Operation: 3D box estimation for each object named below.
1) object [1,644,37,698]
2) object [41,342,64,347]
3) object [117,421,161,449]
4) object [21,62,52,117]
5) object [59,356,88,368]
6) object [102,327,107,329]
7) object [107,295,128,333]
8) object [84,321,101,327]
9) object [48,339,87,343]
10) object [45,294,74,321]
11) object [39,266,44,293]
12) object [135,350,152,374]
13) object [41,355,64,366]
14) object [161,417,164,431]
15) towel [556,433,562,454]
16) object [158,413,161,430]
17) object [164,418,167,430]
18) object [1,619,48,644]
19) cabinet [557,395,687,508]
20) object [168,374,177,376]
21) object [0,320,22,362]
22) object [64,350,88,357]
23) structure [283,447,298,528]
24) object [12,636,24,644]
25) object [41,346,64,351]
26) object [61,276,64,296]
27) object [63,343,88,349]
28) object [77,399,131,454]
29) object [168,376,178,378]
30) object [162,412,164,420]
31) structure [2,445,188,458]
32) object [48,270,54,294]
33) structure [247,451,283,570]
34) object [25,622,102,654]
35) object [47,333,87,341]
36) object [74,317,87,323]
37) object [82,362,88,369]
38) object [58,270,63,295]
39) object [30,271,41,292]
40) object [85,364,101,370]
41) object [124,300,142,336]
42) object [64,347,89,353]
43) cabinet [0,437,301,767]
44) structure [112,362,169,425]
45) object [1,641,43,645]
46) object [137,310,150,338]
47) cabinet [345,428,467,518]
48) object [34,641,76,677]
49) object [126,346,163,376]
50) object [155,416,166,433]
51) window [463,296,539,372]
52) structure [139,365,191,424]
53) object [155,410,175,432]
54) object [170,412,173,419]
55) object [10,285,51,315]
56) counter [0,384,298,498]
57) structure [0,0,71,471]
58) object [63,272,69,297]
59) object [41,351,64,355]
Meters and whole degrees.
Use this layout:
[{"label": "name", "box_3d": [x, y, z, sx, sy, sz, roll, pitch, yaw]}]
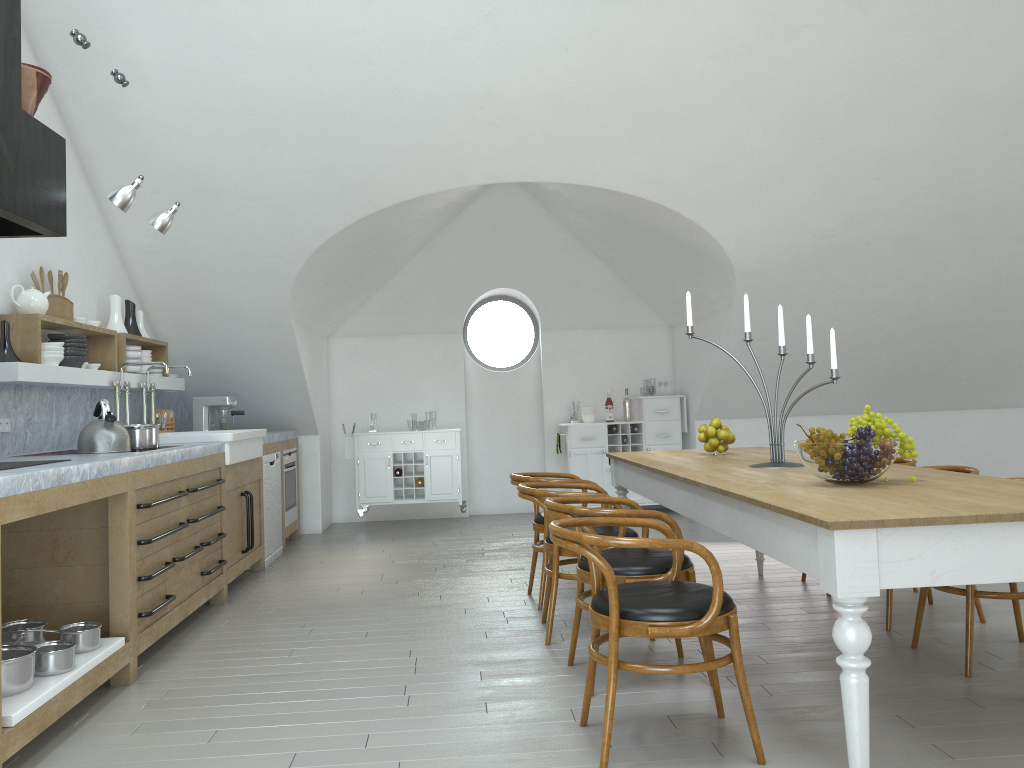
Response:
[{"label": "object", "box_3d": [-1.822, 0.976, 3.008, 0.378, 0.164, 0.222, -2, -2, -15]}, {"label": "object", "box_3d": [-2.567, -0.198, 4.883, 0.181, 0.076, 0.180, -3, -2, 34]}, {"label": "object", "box_3d": [-2.061, 0.284, 4.876, 0.232, 0.170, 0.394, -1, -2, -24]}, {"label": "object", "box_3d": [-2.107, -1.174, 3.655, 0.366, 0.237, 0.347, -3, -2, 14]}, {"label": "object", "box_3d": [-2.583, -0.121, 5.158, 0.205, 0.072, 0.205, -2, -2, -16]}, {"label": "object", "box_3d": [-2.641, -0.345, 5.577, 0.164, 0.012, 0.163, -2, -1, 14]}, {"label": "object", "box_3d": [-2.669, -0.465, 5.971, 0.156, 0.268, 0.156, -1, -3, -15]}, {"label": "object", "box_3d": [-2.642, -0.368, 5.579, 0.098, 0.049, 0.098, -2, -2, -6]}, {"label": "object", "box_3d": [-2.590, -0.222, 5.169, 0.205, 0.084, 0.205, -3, -2, 24]}, {"label": "object", "box_3d": [-2.626, -0.431, 5.092, 0.084, 0.158, 0.353, -2, -2, -4]}, {"label": "object", "box_3d": [-2.631, -0.514, 4.977, 0.027, 0.299, 0.055, -2, -3, -4]}, {"label": "object", "box_3d": [-2.638, -0.156, 6.304, 0.154, 0.160, 0.157, -3, -2, 24]}, {"label": "object", "box_3d": [-2.564, -0.124, 4.876, 0.181, 0.064, 0.181, -3, -2, 19]}, {"label": "object", "box_3d": [-2.592, 0.318, 6.563, 0.019, 0.179, 0.044, 0, -4, -39]}, {"label": "towel", "box_3d": [0.466, 0.596, 8.895, 0.049, 0.204, 0.150, -2, -2, -3]}, {"label": "object", "box_3d": [-2.611, 0.310, 6.568, 0.019, 0.196, 0.022, -1, -3, -16]}, {"label": "object", "box_3d": [-2.590, 0.319, 6.602, 0.044, 0.179, 0.019, -1, -3, -19]}, {"label": "object", "box_3d": [-2.009, 1.008, 3.554, 0.308, 0.134, 0.181, -3, -2, 20]}, {"label": "cabinet", "box_3d": [1.094, 0.713, 8.879, 1.242, 1.155, 0.609, -2, -3, -4]}, {"label": "object", "box_3d": [-2.710, -0.056, 6.890, 0.213, 0.025, 0.213, -2, -1, -16]}, {"label": "object", "box_3d": [-2.559, -0.212, 4.478, 0.156, 0.219, 0.156, -1, -3, -23]}, {"label": "object", "box_3d": [-2.584, -0.148, 5.159, 0.205, 0.086, 0.205, -3, -2, 34]}, {"label": "structure", "box_3d": [-2.178, 0.880, 7.548, 0.631, 0.637, 0.631, -2, -2, -4]}, {"label": "object", "box_3d": [-1.897, 1.001, 3.325, 0.041, 0.045, 0.247, -2, -1, -5]}, {"label": "object", "box_3d": [-2.566, -0.170, 4.880, 0.181, 0.069, 0.181, -2, -2, 14]}, {"label": "object", "box_3d": [-2.648, -0.506, 5.231, 0.030, 0.294, 0.057, -2, -3, -4]}, {"label": "object", "box_3d": [-2.586, -0.197, 5.164, 0.205, 0.072, 0.205, -2, -2, -16]}, {"label": "object", "box_3d": [-2.026, 0.207, 4.402, 0.246, 0.268, 0.246, -2, -2, 6]}, {"label": "object", "box_3d": [-2.709, -0.048, 6.889, 0.213, 0.025, 0.213, -2, -1, -16]}, {"label": "object", "box_3d": [-2.601, 0.310, 6.588, 0.023, 0.196, 0.018, -2, -3, -9]}, {"label": "structure", "box_3d": [-2.113, 0.366, 4.582, 0.647, 0.041, 0.736, -2, -1, -4]}, {"label": "object", "box_3d": [-2.638, -0.510, 5.096, 0.040, 0.300, 0.061, -2, -3, -6]}, {"label": "structure", "box_3d": [-2.128, 0.957, 6.790, 0.598, 0.824, 0.723, -2, -2, -4]}, {"label": "object", "box_3d": [-1.769, 1.006, 3.523, 0.261, 0.113, 0.153, -2, -2, -5]}, {"label": "object", "box_3d": [-2.593, -0.250, 5.169, 0.205, 0.080, 0.205, -2, -2, -1]}, {"label": "object", "box_3d": [-2.628, -0.374, 5.365, 0.098, 0.049, 0.098, -2, -2, -6]}, {"label": "object", "box_3d": [-2.619, -0.105, 5.366, 0.098, 0.049, 0.098, -2, -2, -6]}, {"label": "object", "box_3d": [-2.621, -0.510, 5.131, 0.019, 0.300, 0.057, -2, -3, -4]}, {"label": "object", "box_3d": [-2.625, -0.497, 4.940, 0.016, 0.259, 0.199, -2, -2, 7]}, {"label": "object", "box_3d": [-2.632, -0.101, 5.558, 0.098, 0.049, 0.098, -2, -2, -6]}, {"label": "object", "box_3d": [-2.683, -0.458, 6.234, 0.156, 0.268, 0.156, -2, -3, 0]}, {"label": "object", "box_3d": [-2.579, -0.175, 5.164, 0.205, 0.086, 0.205, -3, -2, 39]}, {"label": "cabinet", "box_3d": [-2.151, 0.927, 4.730, 1.004, 1.023, 6.420, -2, -1, -4]}, {"label": "structure", "box_3d": [-2.377, 0.127, 5.679, 0.332, 0.530, 0.213, -1, -3, -23]}, {"label": "object", "box_3d": [-1.994, 1.007, 3.246, 0.508, 0.052, 0.263, -1, -1, -27]}, {"label": "object", "box_3d": [-2.706, -0.428, 6.456, 0.156, 0.219, 0.156, -1, -3, -23]}, {"label": "cabinet", "box_3d": [-1.013, 0.850, 8.540, 1.134, 0.790, 0.496, -2, -3, -4]}, {"label": "object", "box_3d": [-1.727, 0.998, 3.223, 0.261, 0.113, 0.153, -2, -2, -15]}, {"label": "object", "box_3d": [-2.662, -0.152, 6.301, 0.198, 0.196, 0.656, -2, -1, -4]}, {"label": "object", "box_3d": [-2.628, 0.324, 6.538, 0.100, 0.171, 0.172, -2, -2, -2]}, {"label": "window", "box_3d": [-0.118, -0.527, 9.338, 0.900, 0.901, 0.060, -2, -3, -4]}, {"label": "structure", "box_3d": [-2.409, 0.139, 6.165, 0.332, 0.530, 0.213, -1, -3, -23]}, {"label": "object", "box_3d": [-2.655, 0.305, 6.760, 0.104, 0.223, 0.200, -2, -2, -4]}, {"label": "object", "box_3d": [-2.618, 0.312, 6.796, 0.040, 0.193, 0.042, 1, -4, -44]}, {"label": "object", "box_3d": [-2.597, -0.444, 4.785, 0.174, 0.169, 0.167, -1, -2, -20]}, {"label": "counter", "box_3d": [-2.208, 0.110, 4.845, 0.961, 0.620, 6.567, -2, -1, -4]}, {"label": "structure", "box_3d": [-2.215, -0.621, 3.262, 0.780, 1.887, 1.074, -2, -3, -4]}, {"label": "object", "box_3d": [-2.628, -0.507, 5.195, 0.039, 0.298, 0.067, -2, -3, -4]}, {"label": "object", "box_3d": [-2.565, -0.146, 4.876, 0.181, 0.065, 0.181, -3, -2, 34]}]
